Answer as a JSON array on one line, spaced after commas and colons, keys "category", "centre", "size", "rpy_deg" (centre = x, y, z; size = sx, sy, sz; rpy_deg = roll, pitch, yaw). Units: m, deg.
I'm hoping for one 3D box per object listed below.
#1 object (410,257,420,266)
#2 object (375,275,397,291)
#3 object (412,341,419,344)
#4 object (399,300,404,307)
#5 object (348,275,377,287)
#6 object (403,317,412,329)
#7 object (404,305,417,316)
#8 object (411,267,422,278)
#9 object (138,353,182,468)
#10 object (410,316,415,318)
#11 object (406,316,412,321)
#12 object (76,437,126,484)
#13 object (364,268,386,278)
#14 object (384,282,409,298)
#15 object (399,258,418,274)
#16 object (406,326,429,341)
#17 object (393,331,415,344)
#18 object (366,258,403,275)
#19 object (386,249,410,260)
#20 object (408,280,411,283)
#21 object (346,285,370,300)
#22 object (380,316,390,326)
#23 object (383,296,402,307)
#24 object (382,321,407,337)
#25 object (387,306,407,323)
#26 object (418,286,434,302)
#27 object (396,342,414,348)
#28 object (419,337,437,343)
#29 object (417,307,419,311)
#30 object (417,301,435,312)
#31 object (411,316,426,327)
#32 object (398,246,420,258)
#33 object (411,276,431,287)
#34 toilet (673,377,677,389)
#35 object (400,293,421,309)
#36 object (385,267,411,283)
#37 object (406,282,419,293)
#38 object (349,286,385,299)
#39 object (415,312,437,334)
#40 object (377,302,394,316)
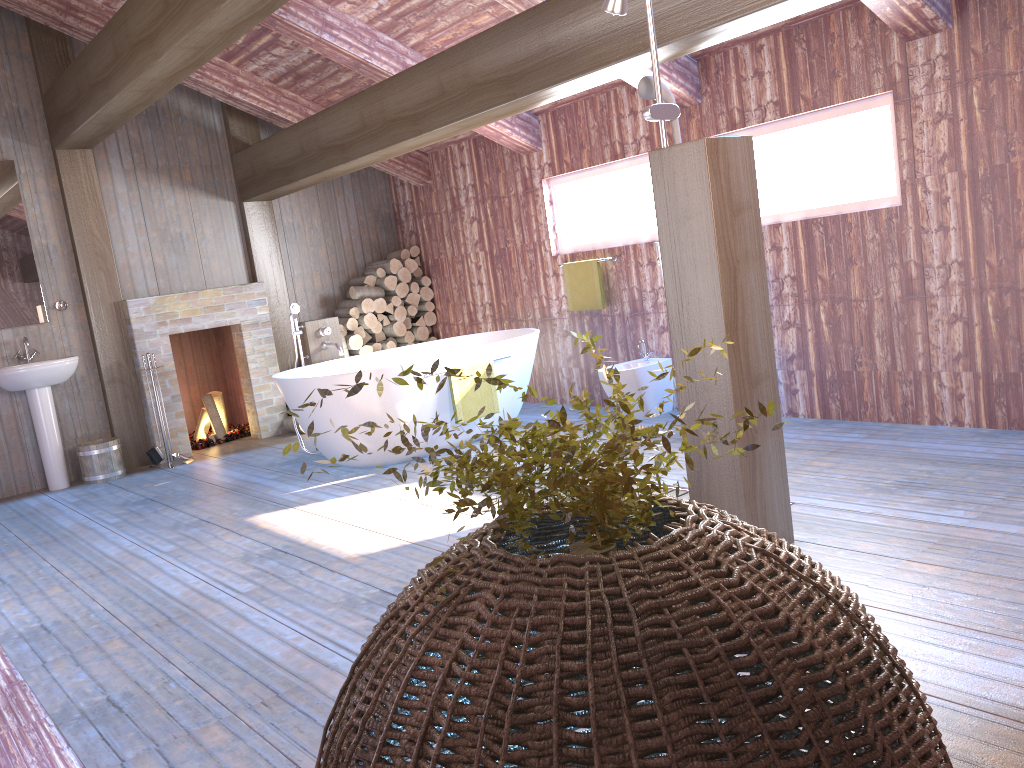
[{"category": "object", "centre": [-0.975, -1.142, 8.335], "size": [0.081, 0.100, 0.281], "rpy_deg": [-14, 10, -37]}, {"category": "object", "centre": [-1.221, -0.912, 8.102], "size": [0.139, 0.148, 0.458], "rpy_deg": [-14, 10, -37]}, {"category": "object", "centre": [-1.007, -0.352, 8.388], "size": [0.118, 0.106, 0.319], "rpy_deg": [-15, 10, -40]}, {"category": "object", "centre": [-1.093, -0.719, 8.156], "size": [0.095, 0.090, 0.278], "rpy_deg": [-14, 10, -36]}, {"category": "object", "centre": [-1.365, -0.917, 8.087], "size": [0.140, 0.121, 0.319], "rpy_deg": [-14, 10, -36]}, {"category": "object", "centre": [-1.058, -0.557, 8.197], "size": [0.111, 0.118, 0.302], "rpy_deg": [-14, 10, -38]}, {"category": "object", "centre": [-1.038, -0.676, 8.226], "size": [0.102, 0.109, 0.438], "rpy_deg": [-14, 10, -37]}, {"category": "object", "centre": [-0.958, -1.045, 8.331], "size": [0.107, 0.115, 0.269], "rpy_deg": [-14, 10, -36]}, {"category": "object", "centre": [-2.744, 0.201, 6.810], "size": [0.276, 0.888, 0.333], "rpy_deg": [-8, 8, 4]}, {"category": "object", "centre": [-0.969, -0.644, 8.268], "size": [0.067, 0.069, 0.177], "rpy_deg": [-14, 10, -37]}, {"category": "object", "centre": [-1.009, -0.596, 8.237], "size": [0.065, 0.069, 0.177], "rpy_deg": [-14, 10, -38]}, {"category": "object", "centre": [-3.078, 0.574, 6.651], "size": [0.309, 0.290, 0.308], "rpy_deg": [-12, 9, -27]}, {"category": "object", "centre": [-1.242, -1.001, 8.046], "size": [0.094, 0.097, 0.227], "rpy_deg": [-14, 10, -36]}, {"category": "object", "centre": [-1.121, -0.843, 8.160], "size": [0.143, 0.151, 0.440], "rpy_deg": [-14, 10, -37]}, {"category": "object", "centre": [-1.051, -1.081, 8.237], "size": [0.133, 0.142, 0.456], "rpy_deg": [-14, 10, -36]}, {"category": "object", "centre": [-0.958, -0.466, 8.306], "size": [0.137, 0.133, 0.437], "rpy_deg": [-15, 10, -39]}, {"category": "object", "centre": [-1.033, -0.432, 8.206], "size": [0.114, 0.113, 0.301], "rpy_deg": [-15, 10, -40]}, {"category": "object", "centre": [-1.174, -1.065, 8.136], "size": [0.135, 0.139, 0.456], "rpy_deg": [-14, 10, -36]}, {"category": "object", "centre": [-1.059, -1.181, 8.247], "size": [0.104, 0.121, 0.270], "rpy_deg": [-14, 10, -36]}, {"category": "object", "centre": [-1.073, -0.971, 8.324], "size": [0.132, 0.119, 0.319], "rpy_deg": [-14, 10, -36]}, {"category": "object", "centre": [-1.393, -0.824, 8.065], "size": [0.113, 0.130, 0.291], "rpy_deg": [-14, 10, -36]}, {"category": "object", "centre": [-1.215, -0.577, 8.095], "size": [0.085, 0.096, 0.280], "rpy_deg": [-14, 10, -36]}, {"category": "object", "centre": [-1.168, -0.751, 8.119], "size": [0.102, 0.109, 0.438], "rpy_deg": [-14, 10, -37]}, {"category": "object", "centre": [-1.151, -0.499, 8.143], "size": [0.141, 0.143, 0.437], "rpy_deg": [-15, 10, -39]}, {"category": "object", "centre": [-1.135, -0.629, 8.153], "size": [0.136, 0.157, 0.439], "rpy_deg": [-14, 10, -36]}, {"category": "object", "centre": [-0.916, -0.838, 8.327], "size": [0.147, 0.152, 0.439], "rpy_deg": [-14, 10, -37]}, {"category": "object", "centre": [-1.014, -0.327, 8.218], "size": [0.116, 0.117, 0.289], "rpy_deg": [-15, 10, -40]}, {"category": "object", "centre": [-0.870, -0.374, 8.396], "size": [0.139, 0.137, 0.455], "rpy_deg": [-15, 10, -39]}, {"category": "object", "centre": [-0.965, -0.712, 8.343], "size": [0.088, 0.092, 0.280], "rpy_deg": [-14, 10, -36]}, {"category": "object", "centre": [-0.890, -0.723, 8.345], "size": [0.102, 0.109, 0.438], "rpy_deg": [-14, 10, -37]}, {"category": "object", "centre": [-0.969, -0.581, 8.285], "size": [0.115, 0.112, 0.423], "rpy_deg": [-14, 10, -37]}, {"category": "object", "centre": [-0.981, -1.225, 8.309], "size": [0.112, 0.113, 0.271], "rpy_deg": [-14, 10, -37]}, {"category": "object", "centre": [-0.920, -0.951, 8.316], "size": [0.102, 0.109, 0.438], "rpy_deg": [-14, 10, -37]}, {"category": "toilet", "centre": [1.227, 0.078, 5.332], "size": [0.534, 0.400, 0.375], "rpy_deg": [-14, 10, -37]}, {"category": "object", "centre": [-1.041, -0.762, 8.261], "size": [0.172, 0.151, 0.482], "rpy_deg": [-14, 10, -36]}, {"category": "object", "centre": [-1.110, -0.985, 8.166], "size": [0.141, 0.143, 0.437], "rpy_deg": [-15, 10, -39]}, {"category": "object", "centre": [-1.015, -0.883, 8.241], "size": [0.089, 0.106, 0.437], "rpy_deg": [-14, 10, -36]}, {"category": "object", "centre": [-1.290, -0.811, 7.895], "size": [0.302, 0.157, 0.121], "rpy_deg": [-14, 10, -36]}, {"category": "object", "centre": [-0.881, -0.558, 8.368], "size": [0.137, 0.256, 0.439], "rpy_deg": [-14, 10, -37]}, {"category": "object", "centre": [-1.227, -0.664, 8.074], "size": [0.109, 0.124, 0.424], "rpy_deg": [-14, 10, -38]}]
